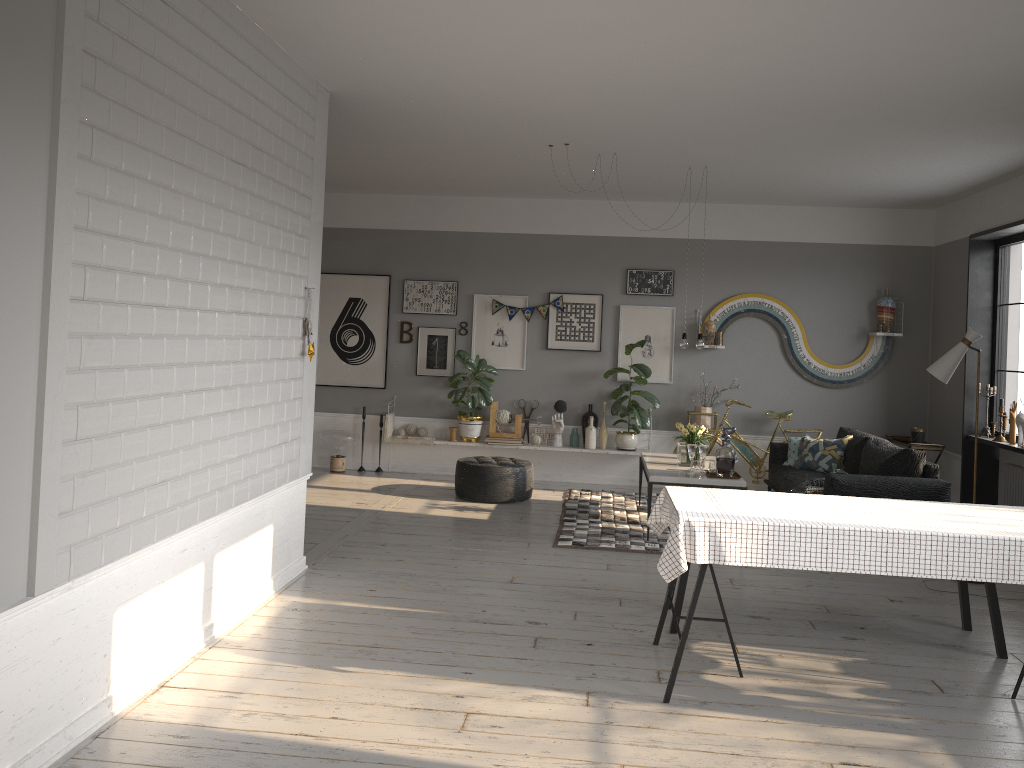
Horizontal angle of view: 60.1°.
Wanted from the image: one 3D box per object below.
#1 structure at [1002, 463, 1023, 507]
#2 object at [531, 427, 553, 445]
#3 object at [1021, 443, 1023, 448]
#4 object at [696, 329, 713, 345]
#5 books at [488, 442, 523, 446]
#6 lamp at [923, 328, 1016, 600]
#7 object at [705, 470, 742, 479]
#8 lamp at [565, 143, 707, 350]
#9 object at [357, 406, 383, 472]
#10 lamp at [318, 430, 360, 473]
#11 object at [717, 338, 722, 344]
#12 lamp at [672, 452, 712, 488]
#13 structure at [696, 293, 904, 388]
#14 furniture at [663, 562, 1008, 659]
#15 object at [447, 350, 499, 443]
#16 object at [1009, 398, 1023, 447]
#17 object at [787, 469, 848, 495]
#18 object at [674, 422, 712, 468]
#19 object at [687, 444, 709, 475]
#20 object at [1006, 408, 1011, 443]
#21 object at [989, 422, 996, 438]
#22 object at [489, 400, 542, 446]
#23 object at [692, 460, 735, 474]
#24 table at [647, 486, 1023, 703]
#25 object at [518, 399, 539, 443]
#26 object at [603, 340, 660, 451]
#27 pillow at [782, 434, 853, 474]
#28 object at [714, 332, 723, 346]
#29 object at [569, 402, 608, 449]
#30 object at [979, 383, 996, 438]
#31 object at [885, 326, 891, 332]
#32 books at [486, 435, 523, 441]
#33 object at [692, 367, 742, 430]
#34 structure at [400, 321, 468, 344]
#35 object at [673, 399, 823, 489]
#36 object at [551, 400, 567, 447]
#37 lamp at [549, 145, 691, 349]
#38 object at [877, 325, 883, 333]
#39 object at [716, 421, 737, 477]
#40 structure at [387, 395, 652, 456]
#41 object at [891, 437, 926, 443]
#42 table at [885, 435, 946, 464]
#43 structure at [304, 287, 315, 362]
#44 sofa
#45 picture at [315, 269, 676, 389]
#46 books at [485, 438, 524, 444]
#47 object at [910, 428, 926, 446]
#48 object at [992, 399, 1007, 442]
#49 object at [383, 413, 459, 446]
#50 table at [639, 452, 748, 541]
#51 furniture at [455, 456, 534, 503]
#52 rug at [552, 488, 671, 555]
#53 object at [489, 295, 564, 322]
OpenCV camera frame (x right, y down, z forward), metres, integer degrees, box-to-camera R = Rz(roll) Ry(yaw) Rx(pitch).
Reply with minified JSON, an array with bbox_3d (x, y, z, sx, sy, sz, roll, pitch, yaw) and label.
[{"bbox_3d":[4.267,0.929,7.118,0.149,0.428,1.224,2,2,4],"label":"structure"},{"bbox_3d":[0.337,0.551,9.351,0.265,0.173,0.078,3,0,11],"label":"object"},{"bbox_3d":[4.130,0.467,7.055,0.123,0.099,0.123,3,2,28],"label":"object"},{"bbox_3d":[1.971,-0.480,9.063,0.197,0.166,0.060,4,0,39],"label":"object"},{"bbox_3d":[-0.068,0.612,9.279,0.368,0.021,0.296,3,3,0],"label":"books"},{"bbox_3d":[3.330,0.484,5.842,1.246,1.704,0.679,3,0,4],"label":"lamp"},{"bbox_3d":[1.619,0.695,6.799,0.247,0.015,0.318,3,3,6],"label":"object"},{"bbox_3d":[0.994,-1.065,7.072,1.394,1.537,0.074,2,-1,-25],"label":"lamp"},{"bbox_3d":[-1.504,0.587,9.491,0.279,0.701,0.091,3,-1,-2],"label":"object"},{"bbox_3d":[-1.839,0.711,9.379,0.433,0.438,0.432,3,1,27],"label":"lamp"},{"bbox_3d":[2.149,-0.438,9.138,0.062,0.082,0.062,2,0,-19],"label":"object"},{"bbox_3d":[1.801,0.896,8.856,0.433,0.438,0.432,3,1,36],"label":"lamp"},{"bbox_3d":[2.916,-0.450,9.046,2.022,0.956,0.266,3,-1,6],"label":"structure"},{"bbox_3d":[1.677,1.093,4.728,1.669,0.456,0.465,3,1,6],"label":"furniture"},{"bbox_3d":[-0.420,0.127,9.264,0.510,0.964,0.546,3,0,-9],"label":"object"},{"bbox_3d":[4.146,0.316,7.068,0.134,0.410,0.662,2,2,7],"label":"object"},{"bbox_3d":[2.489,0.876,7.007,0.490,0.329,0.667,3,2,1],"label":"object"},{"bbox_3d":[1.487,0.497,7.304,0.325,0.351,0.352,3,1,8],"label":"object"},{"bbox_3d":[1.425,0.583,6.809,0.168,0.227,0.082,3,0,17],"label":"object"},{"bbox_3d":[4.231,0.347,7.503,0.076,0.301,0.075,2,-1,36],"label":"object"},{"bbox_3d":[4.297,0.405,7.893,0.084,0.151,0.084,2,0,9],"label":"object"},{"bbox_3d":[0.047,0.412,9.272,0.546,0.440,0.238,3,0,6],"label":"object"},{"bbox_3d":[1.572,0.656,6.923,0.279,0.087,0.246,2,3,-16],"label":"object"},{"bbox_3d":[1.636,0.965,3.944,2.025,0.785,0.932,3,1,5],"label":"table"},{"bbox_3d":[0.168,0.398,9.407,0.221,0.464,0.019,2,-1,6],"label":"object"},{"bbox_3d":[1.233,0.112,9.128,0.415,1.151,0.567,3,-1,-45],"label":"object"},{"bbox_3d":[2.857,0.628,8.207,0.443,0.362,0.799,2,2,-12],"label":"pillow"},{"bbox_3d":[2.118,-0.463,9.063,0.086,0.140,0.086,2,0,-2],"label":"object"},{"bbox_3d":[0.802,0.421,9.198,0.285,0.488,0.332,2,0,-34],"label":"object"},{"bbox_3d":[4.224,0.233,7.903,0.145,0.490,0.162,2,-1,42],"label":"object"},{"bbox_3d":[3.769,-0.552,8.867,0.050,0.058,0.050,2,1,-5],"label":"object"},{"bbox_3d":[-0.080,0.564,9.287,0.379,0.017,0.229,3,3,3],"label":"books"},{"bbox_3d":[2.080,0.158,9.028,0.488,0.642,0.253,3,0,23],"label":"object"},{"bbox_3d":[-0.842,-0.555,9.559,0.739,0.263,0.024,3,-1,6],"label":"structure"},{"bbox_3d":[2.461,0.654,9.002,1.625,0.971,0.426,2,0,-3],"label":"object"},{"bbox_3d":[0.490,0.409,9.244,0.155,0.483,0.136,2,-1,5],"label":"object"},{"bbox_3d":[0.876,-1.074,7.145,1.394,1.537,0.074,2,-1,-25],"label":"lamp"},{"bbox_3d":[3.705,-0.557,8.907,0.060,0.079,0.060,2,0,-6],"label":"object"},{"bbox_3d":[1.632,0.498,6.738,0.156,0.417,0.148,2,-1,25],"label":"object"},{"bbox_3d":[0.067,0.440,9.299,2.776,0.487,0.308,3,0,6],"label":"structure"},{"bbox_3d":[3.943,0.559,8.796,0.247,0.015,0.318,3,3,6],"label":"object"},{"bbox_3d":[3.913,0.881,8.639,0.339,0.680,0.742,2,1,6],"label":"table"},{"bbox_3d":[-1.209,-0.355,5.275,0.078,0.448,0.134,3,-1,-6],"label":"structure"},{"bbox_3d":[2.840,0.838,7.581,0.970,0.797,2.342,3,3,5],"label":"sofa"},{"bbox_3d":[-2.117,-0.620,7.660,7.294,1.796,4.041,3,2,6],"label":"picture"},{"bbox_3d":[-0.079,0.587,9.276,0.384,0.029,0.260,3,3,6],"label":"books"},{"bbox_3d":[3.872,0.503,8.449,0.142,0.160,0.138,3,1,44],"label":"object"},{"bbox_3d":[4.190,0.304,7.579,0.123,0.375,0.123,2,-1,10],"label":"object"},{"bbox_3d":[-0.945,0.485,9.374,0.785,0.307,0.329,3,1,7],"label":"object"},{"bbox_3d":[1.444,0.927,7.305,0.732,0.511,1.457,3,2,6],"label":"table"},{"bbox_3d":[-0.166,0.882,8.282,0.735,0.357,0.736,2,2,-7],"label":"furniture"},{"bbox_3d":[1.300,1.149,7.541,1.770,0.034,2.528,3,3,6],"label":"rug"},{"bbox_3d":[0.139,-0.823,9.440,0.914,0.340,0.057,3,-1,5],"label":"object"}]
